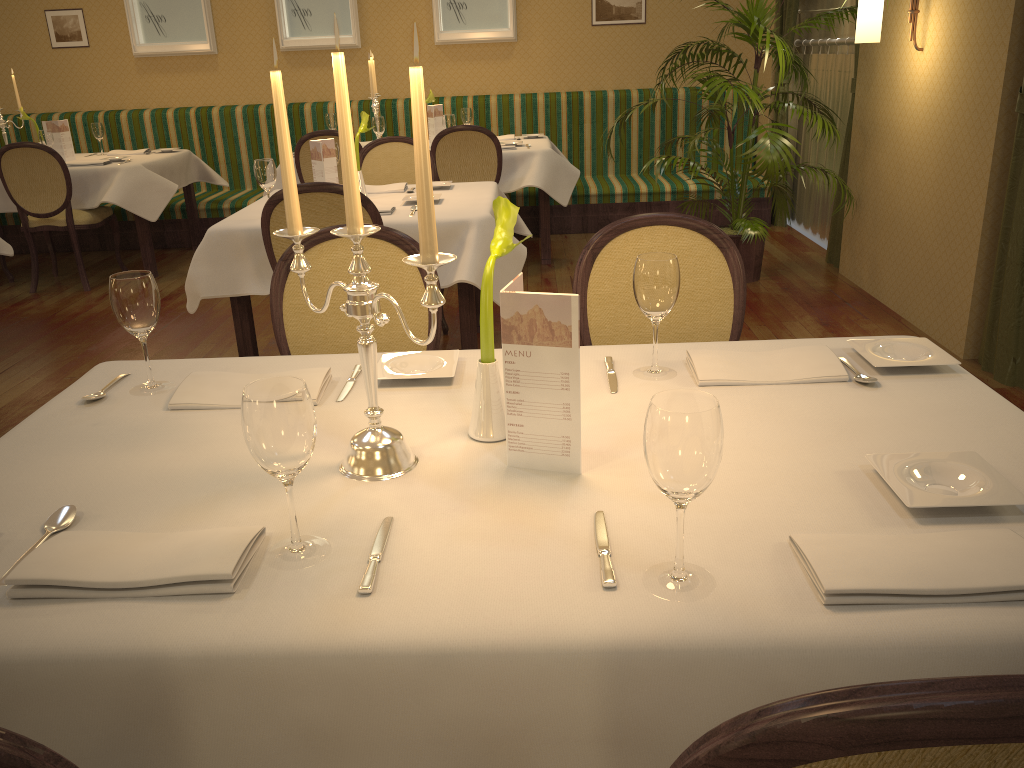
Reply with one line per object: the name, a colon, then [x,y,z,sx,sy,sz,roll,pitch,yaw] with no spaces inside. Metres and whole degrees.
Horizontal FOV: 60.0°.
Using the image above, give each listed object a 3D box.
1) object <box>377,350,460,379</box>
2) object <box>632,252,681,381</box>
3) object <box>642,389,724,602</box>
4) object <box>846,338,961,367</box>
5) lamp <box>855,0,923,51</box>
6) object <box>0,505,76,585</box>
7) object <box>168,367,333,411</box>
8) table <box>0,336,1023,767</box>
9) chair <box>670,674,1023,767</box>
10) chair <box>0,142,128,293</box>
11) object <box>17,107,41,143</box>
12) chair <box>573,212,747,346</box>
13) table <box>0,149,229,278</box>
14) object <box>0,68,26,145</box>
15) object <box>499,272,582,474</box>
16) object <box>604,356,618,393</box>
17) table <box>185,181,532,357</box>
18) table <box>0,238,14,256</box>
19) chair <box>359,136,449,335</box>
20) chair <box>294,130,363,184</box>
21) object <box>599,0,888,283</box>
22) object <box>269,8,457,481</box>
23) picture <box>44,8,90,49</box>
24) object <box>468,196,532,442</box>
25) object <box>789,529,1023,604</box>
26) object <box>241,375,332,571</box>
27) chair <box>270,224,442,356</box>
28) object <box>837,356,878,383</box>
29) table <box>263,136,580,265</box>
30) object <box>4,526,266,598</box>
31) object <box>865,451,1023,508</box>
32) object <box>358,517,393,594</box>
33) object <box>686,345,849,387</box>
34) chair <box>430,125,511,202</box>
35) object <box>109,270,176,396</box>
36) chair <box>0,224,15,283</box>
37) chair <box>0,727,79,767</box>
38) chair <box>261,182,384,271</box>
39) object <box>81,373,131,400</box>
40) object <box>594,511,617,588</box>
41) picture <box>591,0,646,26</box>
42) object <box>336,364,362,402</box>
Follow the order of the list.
object: [-0.187,-0.029,1.752,0.160,0.024,0.160,-2,20,2]
object: [0.271,-0.127,1.668,0.088,0.229,0.088,-19,26,-37]
object: [0.192,0.125,1.002,0.088,0.229,0.088,-19,26,-37]
object: [0.749,-0.052,1.710,0.160,0.024,0.160,-2,20,2]
lamp: [1.778,-1.823,4.143,0.323,0.513,0.114,-6,21,-9]
object: [-0.628,0.210,1.173,0.038,0.015,0.181,-1,20,3]
object: [-0.490,0.008,1.679,0.273,0.033,0.142,-2,20,2]
table: [0.018,0.463,1.518,2.152,0.759,1.385,-2,20,2]
chair: [0.323,0.547,0.985,0.530,0.955,0.571,-2,20,2]
chair: [-2.970,-1.120,5.814,0.530,0.955,0.571,-2,20,2]
object: [-3.342,-1.747,6.198,0.076,0.375,0.163,6,22,22]
chair: [0.392,0.111,2.147,0.530,0.955,0.571,-2,20,2]
table: [-3.275,-1.205,6.349,2.152,0.759,1.385,-2,20,2]
object: [-3.562,-1.874,6.172,0.131,0.655,0.390,3,21,15]
object: [0.023,-0.011,1.321,0.081,0.277,0.166,-12,23,-25]
object: [0.191,-0.019,1.701,0.017,0.010,0.185,-1,20,3]
table: [-0.615,-0.443,4.013,1.395,0.759,1.389,-1,20,3]
table: [-3.311,-0.358,4.085,1.395,0.759,1.389,-1,20,3]
chair: [-0.603,-0.779,4.639,0.530,0.955,0.571,-2,20,2]
chair: [-1.115,-1.179,5.767,0.530,0.955,0.571,-2,20,2]
object: [1.352,-1.457,5.039,1.552,1.807,1.496,-9,21,-17]
object: [-0.219,-0.179,1.264,0.131,0.655,0.390,-15,24,-30]
picture: [-3.621,-2.892,7.217,0.313,0.294,0.008,-2,20,2]
object: [-0.025,-0.107,1.439,0.076,0.375,0.163,6,22,22]
object: [0.483,0.209,1.044,0.273,0.024,0.142,-2,20,2]
object: [-0.279,0.109,1.097,0.088,0.229,0.088,-19,26,-37]
chair: [-0.381,0.135,2.167,0.530,0.955,0.571,-2,20,2]
object: [0.646,-0.029,1.671,0.038,0.015,0.181,-1,20,3]
table: [-0.578,-1.290,6.277,2.152,0.759,1.385,-2,20,2]
object: [-0.465,0.217,1.116,0.273,0.033,0.142,-2,20,2]
object: [0.591,0.139,1.217,0.160,0.024,0.160,-2,20,2]
object: [-0.171,0.211,1.125,0.017,0.010,0.185,-2,20,2]
object: [0.480,-0.035,1.687,0.273,0.033,0.142,-2,20,2]
chair: [-0.274,-1.194,5.713,0.530,0.955,0.571,-2,20,2]
object: [-0.709,-0.098,1.699,0.088,0.229,0.088,-19,26,-37]
chair: [-3.784,-1.093,5.831,0.530,0.955,0.571,8,23,25]
chair: [-0.519,0.574,1.008,0.530,0.955,0.571,-2,20,2]
chair: [-0.672,-0.342,3.477,0.530,0.955,0.571,-2,20,2]
object: [-0.793,0.004,1.744,0.038,0.015,0.181,-1,20,3]
object: [0.115,0.202,1.117,0.017,0.010,0.185,-2,20,2]
picture: [0.854,-3.033,7.098,0.437,0.294,0.008,-2,20,2]
object: [-0.313,-0.003,1.715,0.017,0.010,0.185,-1,20,3]
